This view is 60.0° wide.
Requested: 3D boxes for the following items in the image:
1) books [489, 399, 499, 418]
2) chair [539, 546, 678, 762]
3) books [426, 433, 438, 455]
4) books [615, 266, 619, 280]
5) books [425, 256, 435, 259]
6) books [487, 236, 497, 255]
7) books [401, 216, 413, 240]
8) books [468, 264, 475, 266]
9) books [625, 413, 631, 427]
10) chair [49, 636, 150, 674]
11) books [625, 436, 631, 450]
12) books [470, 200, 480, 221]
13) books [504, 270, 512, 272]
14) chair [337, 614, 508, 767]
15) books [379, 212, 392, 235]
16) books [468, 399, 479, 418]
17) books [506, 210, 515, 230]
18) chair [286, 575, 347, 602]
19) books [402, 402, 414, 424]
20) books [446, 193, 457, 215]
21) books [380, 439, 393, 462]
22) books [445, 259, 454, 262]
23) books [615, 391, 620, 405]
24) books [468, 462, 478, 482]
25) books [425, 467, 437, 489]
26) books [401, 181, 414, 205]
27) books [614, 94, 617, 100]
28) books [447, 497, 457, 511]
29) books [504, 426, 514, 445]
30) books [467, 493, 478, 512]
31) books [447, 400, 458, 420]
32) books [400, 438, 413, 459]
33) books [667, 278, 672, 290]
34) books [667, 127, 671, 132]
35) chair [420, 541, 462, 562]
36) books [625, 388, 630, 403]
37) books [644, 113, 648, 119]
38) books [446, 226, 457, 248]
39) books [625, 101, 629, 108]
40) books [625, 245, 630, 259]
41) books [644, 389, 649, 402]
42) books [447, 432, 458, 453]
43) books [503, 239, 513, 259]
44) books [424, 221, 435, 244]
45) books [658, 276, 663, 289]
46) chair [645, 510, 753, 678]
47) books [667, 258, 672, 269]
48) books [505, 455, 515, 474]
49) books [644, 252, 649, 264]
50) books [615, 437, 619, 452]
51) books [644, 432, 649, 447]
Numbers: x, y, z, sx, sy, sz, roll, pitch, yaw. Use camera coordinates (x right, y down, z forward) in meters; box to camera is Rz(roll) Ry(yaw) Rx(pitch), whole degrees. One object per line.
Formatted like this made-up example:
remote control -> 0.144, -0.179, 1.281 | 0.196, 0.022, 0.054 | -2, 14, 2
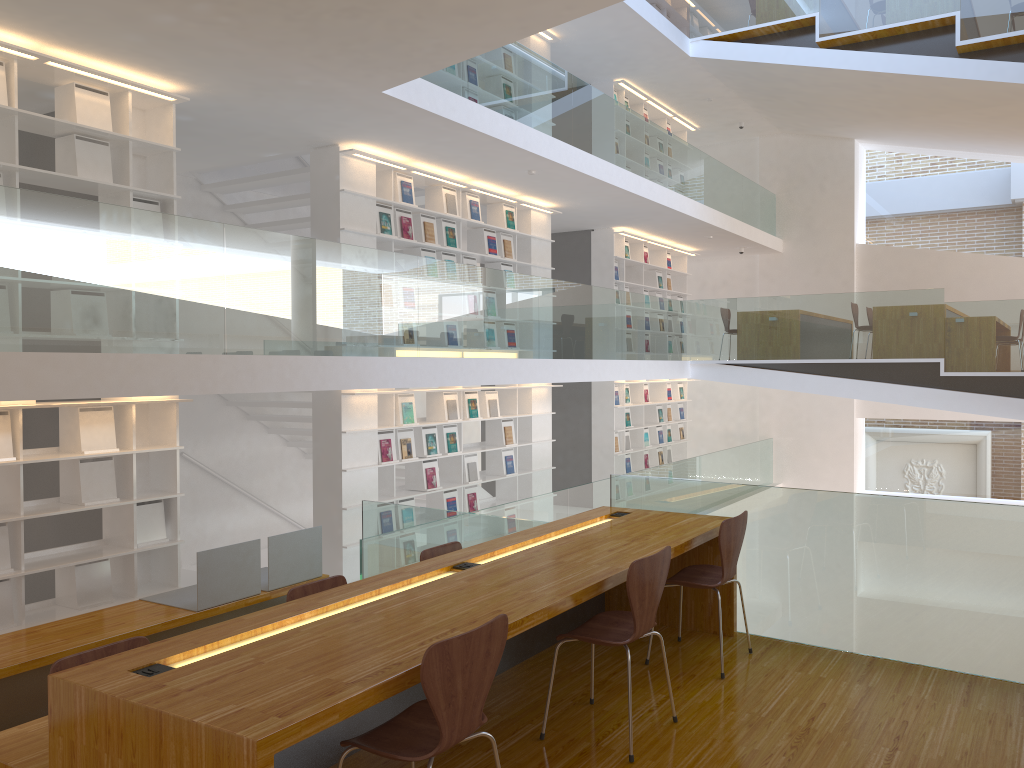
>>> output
books -> -0.199, 0.273, 9.592 | 0.037, 0.210, 0.145 | 0, 1, 32
chair -> 0.371, 0.964, 3.349 | 0.381, 0.693, 0.428 | 0, 1, 32
books -> -0.785, 0.591, 8.663 | 0.037, 0.210, 0.145 | 0, 1, 32
books -> 1.444, -1.532, 12.332 | 0.037, 0.210, 0.145 | 0, 1, 32
books -> -0.789, -1.132, 8.631 | 0.037, 0.210, 0.145 | 0, 1, 32
books -> -0.211, -1.487, 9.560 | 0.037, 0.210, 0.145 | 0, 1, 32
books -> -0.985, -1.460, 8.319 | 0.037, 0.210, 0.145 | 0, 1, 32
books -> -0.417, -1.140, 9.229 | 0.037, 0.210, 0.145 | 0, 1, 32
books -> 1.659, 0.517, 12.698 | 0.037, 0.210, 0.145 | 0, 1, 32
chair -> -1.327, 1.291, 3.095 | 0.381, 0.693, 0.428 | 0, 1, 32
books -> 1.652, 0.849, 12.691 | 0.037, 0.210, 0.145 | 0, 1, 32
books -> -0.387, -1.810, 9.270 | 0.037, 0.210, 0.145 | 0, 1, 32
books -> -0.032, -1.157, 9.846 | 0.037, 0.210, 0.145 | 0, 1, 32
chair -> -0.253, 0.983, 2.420 | 0.381, 0.693, 0.428 | 0, 1, 32
books -> -1.147, -1.450, 8.061 | 0.037, 0.210, 0.145 | 0, 1, 32
books -> -0.405, 0.259, 9.262 | 0.037, 0.210, 0.145 | 0, 1, 32
books -> -0.016, -1.820, 9.865 | 0.037, 0.210, 0.145 | 0, 1, 32
chair -> -0.768, 1.271, 4.065 | 0.381, 0.693, 0.428 | 0, 1, 32
books -> -0.977, 0.278, 8.344 | 0.037, 0.210, 0.145 | 0, 1, 32
books -> -0.609, -1.801, 8.913 | 0.037, 0.210, 0.145 | 0, 1, 32
books -> -1.145, 0.609, 8.083 | 0.037, 0.210, 0.145 | 0, 1, 32
books -> -0.620, -1.141, 8.908 | 0.037, 0.210, 0.145 | 0, 1, 32
books -> 1.456, 0.203, 12.369 | 0.037, 0.210, 0.145 | 0, 1, 32
books -> -0.409, 0.926, 9.263 | 0.037, 0.210, 0.145 | 0, 1, 32
books -> -0.788, 0.924, 8.660 | 0.037, 0.210, 0.145 | 0, 1, 32
books -> -0.983, -1.790, 8.313 | 0.037, 0.210, 0.145 | 0, 1, 32
books -> 1.415, -3.914, 12.267 | 0.037, 0.210, 0.145 | 0, 1, 32
books -> -0.605, 1.253, 8.956 | 0.037, 0.210, 0.145 | 0, 1, 32
books -> -0.036, 0.577, 9.863 | 0.037, 0.210, 0.145 | 0, 1, 32
books -> -0.411, 1.248, 9.269 | 0.037, 0.210, 0.145 | 0, 1, 32
books -> -0.601, 0.265, 8.947 | 0.037, 0.210, 0.145 | 0, 1, 32
books -> -0.991, 0.619, 8.348 | 0.037, 0.210, 0.145 | 0, 1, 32
books -> 2.482, -1.565, 14.004 | 0.037, 0.210, 0.145 | 0, 1, 32
books -> 2.472, -3.929, 13.963 | 0.037, 0.210, 0.145 | 0, 1, 32
chair -> -0.255, 1.254, 4.889 | 0.381, 0.693, 0.428 | 0, 1, 32
books -> 1.642, 0.163, 12.673 | 0.037, 0.210, 0.145 | 0, 1, 32
books -> 1.991, -3.913, 13.191 | 0.037, 0.210, 0.145 | 0, 1, 32
books -> -0.611, -1.471, 8.913 | 0.037, 0.210, 0.145 | 0, 1, 32
books -> 1.627, -3.917, 12.607 | 0.037, 0.210, 0.145 | 0, 1, 32
books -> 1.637, -1.868, 12.643 | 0.037, 0.210, 0.145 | 0, 1, 32
books -> 2.010, 0.187, 13.264 | 0.037, 0.210, 0.145 | 0, 1, 32
books -> -0.603, 0.596, 8.947 | 0.037, 0.210, 0.145 | 0, 1, 32
books -> -0.044, -1.489, 9.829 | 0.037, 0.210, 0.145 | 0, 1, 32
books -> -0.801, -1.465, 8.613 | 0.037, 0.210, 0.145 | 0, 1, 32
books -> 2.297, -1.559, 13.707 | 0.037, 0.210, 0.145 | 0, 1, 32
chair -> 0.884, 0.947, 4.174 | 0.381, 0.693, 0.428 | 0, 1, 32
books -> 2.481, -1.880, 13.999 | 0.037, 0.210, 0.145 | 0, 1, 32
books -> -0.024, 0.905, 9.881 | 0.037, 0.210, 0.145 | 0, 1, 32
books -> 2.000, -1.864, 13.228 | 0.037, 0.210, 0.145 | 0, 1, 32
books -> 1.447, 0.845, 12.368 | 0.037, 0.210, 0.145 | 0, 1, 32
books -> 2.013, 0.832, 13.275 | 0.037, 0.210, 0.145 | 0, 1, 32
